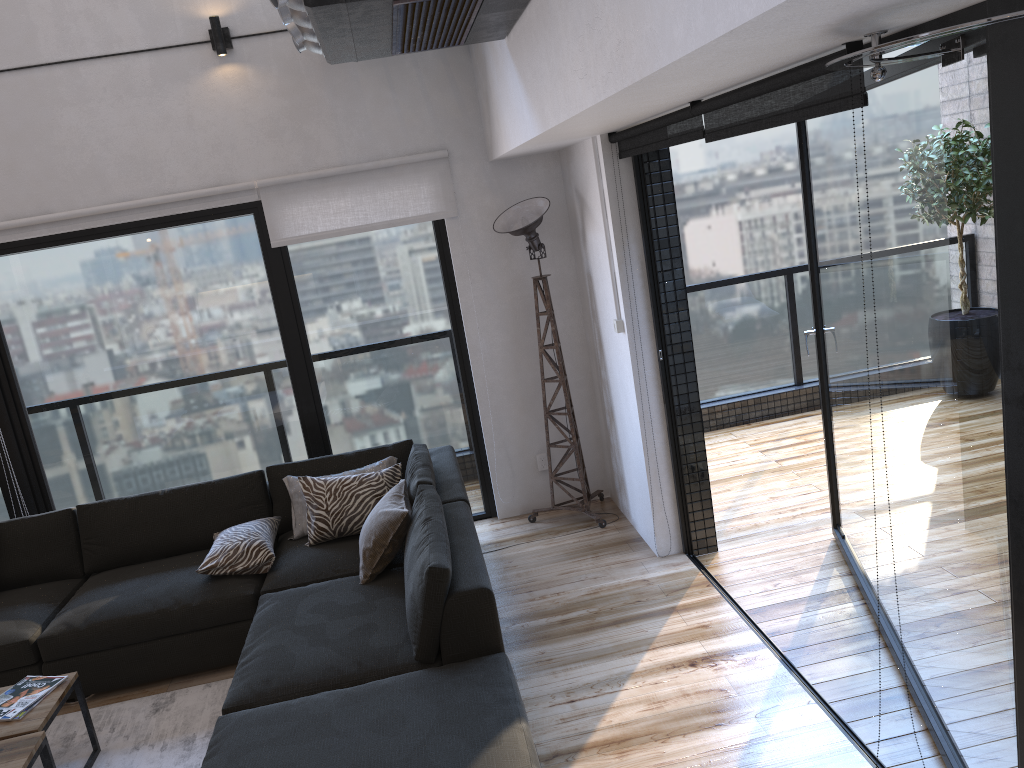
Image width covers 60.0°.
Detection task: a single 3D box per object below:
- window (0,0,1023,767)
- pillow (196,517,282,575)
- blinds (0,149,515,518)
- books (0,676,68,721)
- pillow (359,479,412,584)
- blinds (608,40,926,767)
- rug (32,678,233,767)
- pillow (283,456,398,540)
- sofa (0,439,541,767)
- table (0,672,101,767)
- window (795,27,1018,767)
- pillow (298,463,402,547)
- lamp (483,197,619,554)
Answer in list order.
[{"bbox_3d":[-2.977,-0.856,2.819,13.393,5.585,5.647,-11,12,-6],"label":"window"},{"bbox_3d":[-1.306,0.791,4.296,0.356,0.178,0.529,-11,12,-8],"label":"pillow"},{"bbox_3d":[-2.750,0.205,4.764,5.367,2.050,0.095,-11,13,-6],"label":"blinds"},{"bbox_3d":[-1.816,1.161,3.276,0.229,0.013,0.294,-6,12,15],"label":"books"},{"bbox_3d":[-0.570,0.653,3.980,0.273,0.310,0.545,-11,12,-6],"label":"pillow"},{"bbox_3d":[1.583,0.092,2.351,3.861,2.059,1.823,0,15,37],"label":"blinds"},{"bbox_3d":[-1.823,1.631,2.813,1.636,0.003,2.107,-11,12,-6],"label":"rug"},{"bbox_3d":[-0.854,0.583,4.503,0.611,0.295,0.234,-11,12,-5],"label":"pillow"},{"bbox_3d":[-1.563,1.103,3.392,3.043,0.703,2.990,-11,12,-6],"label":"sofa"},{"bbox_3d":[-1.863,1.456,2.810,0.697,0.351,1.294,-11,12,-6],"label":"table"},{"bbox_3d":[1.230,0.031,2.995,0.100,2.057,2.440,-7,12,11],"label":"window"},{"bbox_3d":[-0.774,0.578,4.353,0.531,0.315,0.250,-10,12,-2],"label":"pillow"},{"bbox_3d":[-0.181,0.010,4.707,1.466,1.833,0.424,-14,13,-20],"label":"lamp"}]
